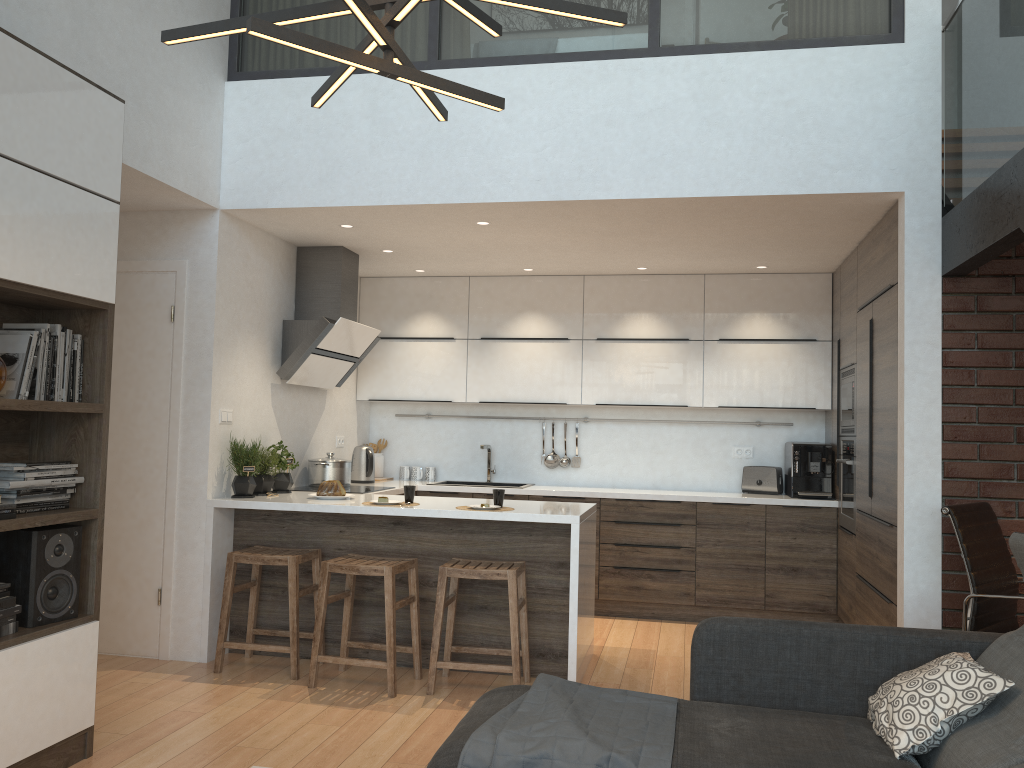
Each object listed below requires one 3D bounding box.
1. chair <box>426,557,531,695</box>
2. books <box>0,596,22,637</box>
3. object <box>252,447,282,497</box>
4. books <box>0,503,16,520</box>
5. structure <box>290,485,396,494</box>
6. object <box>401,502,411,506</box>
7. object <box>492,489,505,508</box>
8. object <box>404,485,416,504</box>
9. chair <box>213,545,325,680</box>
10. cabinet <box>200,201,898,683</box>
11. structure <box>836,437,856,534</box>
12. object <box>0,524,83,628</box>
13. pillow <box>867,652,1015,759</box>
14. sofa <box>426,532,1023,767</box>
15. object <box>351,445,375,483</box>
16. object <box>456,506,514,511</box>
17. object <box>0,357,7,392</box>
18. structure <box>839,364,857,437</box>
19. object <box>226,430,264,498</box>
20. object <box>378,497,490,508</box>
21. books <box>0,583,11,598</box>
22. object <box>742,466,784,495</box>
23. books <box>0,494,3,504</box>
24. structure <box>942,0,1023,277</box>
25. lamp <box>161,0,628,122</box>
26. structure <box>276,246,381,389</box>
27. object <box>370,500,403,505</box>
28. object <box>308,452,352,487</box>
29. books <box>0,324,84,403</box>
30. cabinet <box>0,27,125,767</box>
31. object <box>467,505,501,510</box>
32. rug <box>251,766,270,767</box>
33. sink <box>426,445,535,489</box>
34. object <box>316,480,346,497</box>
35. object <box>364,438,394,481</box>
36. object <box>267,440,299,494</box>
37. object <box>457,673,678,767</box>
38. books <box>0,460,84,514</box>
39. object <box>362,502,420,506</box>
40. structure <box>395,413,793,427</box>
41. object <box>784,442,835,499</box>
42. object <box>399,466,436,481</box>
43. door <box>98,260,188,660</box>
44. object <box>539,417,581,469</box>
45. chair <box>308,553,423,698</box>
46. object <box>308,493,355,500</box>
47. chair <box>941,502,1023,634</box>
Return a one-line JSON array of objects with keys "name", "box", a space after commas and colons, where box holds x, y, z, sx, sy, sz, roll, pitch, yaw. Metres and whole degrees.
[{"name": "chair", "box": [-0.147, 1.179, 4.327, 0.450, 0.600, 0.350, 1, -3, 9]}, {"name": "books", "box": [-1.805, 0.770, 2.879, 0.248, 0.123, 0.307, 1, -3, 6]}, {"name": "object", "box": [-1.420, 0.493, 5.075, 0.221, 0.283, 0.211, 0, -3, 25]}, {"name": "books", "box": [-1.796, 0.410, 2.817, 0.250, 0.047, 0.310, 1, -3, 17]}, {"name": "structure", "box": [-1.110, 0.673, 5.704, 0.550, 0.006, 0.609, 1, -3, 11]}, {"name": "object", "box": [-0.556, 0.626, 4.622, 0.025, 0.011, 0.126, 1, -3, 15]}, {"name": "object", "box": [-0.070, 0.597, 4.618, 0.066, 0.093, 0.066, 2, -3, -15]}, {"name": "object", "box": [-0.549, 0.592, 4.745, 0.066, 0.093, 0.066, 4, -4, -43]}, {"name": "chair", "box": [-1.236, 1.165, 4.591, 0.450, 0.600, 0.350, 1, -3, 11]}, {"name": "cabinet", "box": [0.345, 0.353, 5.534, 3.495, 2.401, 2.401, 1, -3, 11]}, {"name": "structure", "box": [2.270, 0.614, 5.420, 0.495, 0.570, 0.595, 1, -3, 11]}, {"name": "object", "box": [-1.729, 0.683, 3.210, 0.244, 0.331, 0.214, 0, -3, 21]}, {"name": "pillow", "box": [0.947, 0.801, 1.450, 0.386, 0.364, 2.734, 1, -3, 15]}, {"name": "sofa", "box": [0.334, 0.845, 1.461, 2.108, 0.995, 3.169, 1, -3, 12]}, {"name": "object", "box": [-1.079, 0.578, 6.405, 0.179, 0.270, 0.220, 2, -3, -1]}, {"name": "object", "box": [-0.138, 0.640, 4.561, 0.304, 0.002, 0.304, -1, -4, 43]}, {"name": "object", "box": [-1.755, -0.038, 2.952, 0.130, 0.171, 0.130, 4, -4, -39]}, {"name": "structure", "box": [2.300, 0.115, 5.442, 0.459, 0.430, 0.595, 1, -3, 11]}, {"name": "object", "box": [-1.464, 0.438, 4.864, 0.186, 0.367, 0.196, 1, -3, 11]}, {"name": "object", "box": [-0.408, 0.611, 4.581, 0.597, 0.039, 0.064, 1, -3, 8]}, {"name": "books", "box": [-1.823, 0.686, 2.882, 0.224, 0.042, 0.277, 1, -3, 7]}, {"name": "object", "box": [1.784, 0.684, 6.318, 0.260, 0.195, 0.177, 0, -4, 32]}, {"name": "books", "box": [-1.821, 0.371, 2.833, 0.266, 0.030, 0.209, 1, -3, 5]}, {"name": "structure", "box": [2.305, -0.052, 2.544, 1.289, 3.460, 5.660, 1, -3, 11]}, {"name": "lamp", "box": [-0.212, -2.464, 1.947, 1.200, 3.645, 0.831, 0, -3, 21]}, {"name": "structure", "box": [-1.164, -0.479, 5.786, 0.407, 0.998, 0.898, 1, -3, 11]}, {"name": "object", "box": [-0.660, 0.623, 4.659, 0.176, 0.014, 0.176, 1, -3, 1]}, {"name": "object", "box": [-1.205, 0.564, 5.868, 0.315, 0.223, 0.288, 4, -4, -37]}, {"name": "books", "box": [-1.757, -0.079, 3.228, 0.201, 0.287, 0.332, 1, -3, 11]}, {"name": "cabinet", "box": [-2.077, 0.028, 1.433, 0.338, 2.494, 4.036, 1, -3, 11]}, {"name": "object", "box": [-0.144, 0.629, 4.519, 0.176, 0.014, 0.176, 1, -3, 16]}, {"name": "rug", "box": [-0.411, 1.336, 1.877, 1.606, 0.013, 2.496, 1, -3, 11]}, {"name": "sink", "box": [-0.218, 0.710, 6.540, 0.706, 0.518, 0.512, 1, -3, 11]}, {"name": "object", "box": [-1.013, 0.589, 4.960, 0.155, 0.101, 0.161, 1, -3, 7]}, {"name": "object", "box": [-1.064, 0.578, 6.835, 0.221, 0.316, 0.330, 1, -3, 11]}, {"name": "object", "box": [-1.375, 0.490, 5.266, 0.179, 0.311, 0.172, 0, -3, 22]}, {"name": "object", "box": [0.198, 1.100, 2.511, 0.548, 0.369, 0.685, 0, -3, 19]}, {"name": "books", "box": [-1.754, 0.366, 3.176, 0.224, 0.176, 0.374, 1, -3, 11]}, {"name": "object", "box": [-0.641, 0.634, 4.693, 0.305, 0.002, 0.305, 3, -3, -20]}, {"name": "structure", "box": [0.556, 0.270, 6.692, 3.000, 0.045, 0.050, 1, -3, 11]}, {"name": "object", "box": [2.049, 0.590, 6.118, 0.274, 0.378, 0.532, 1, -3, 11]}, {"name": "object", "box": [-0.734, 0.695, 6.886, 0.297, 0.105, 0.112, 1, -3, 13]}, {"name": "door", "box": [-2.252, 0.390, 4.823, 0.974, 2.136, 0.085, 1, -3, 11]}, {"name": "object", "box": [0.364, 0.448, 6.712, 0.320, 0.389, 0.069, 1, -3, 13]}, {"name": "chair", "box": [-0.706, 1.166, 4.359, 0.450, 0.600, 0.350, 1, -3, 16]}, {"name": "object", "box": [-1.006, 0.628, 4.945, 0.261, 0.021, 0.261, 1, -3, 6]}, {"name": "chair", "box": [2.131, 0.999, 3.558, 0.651, 0.991, 0.700, 4, -4, -44]}]
